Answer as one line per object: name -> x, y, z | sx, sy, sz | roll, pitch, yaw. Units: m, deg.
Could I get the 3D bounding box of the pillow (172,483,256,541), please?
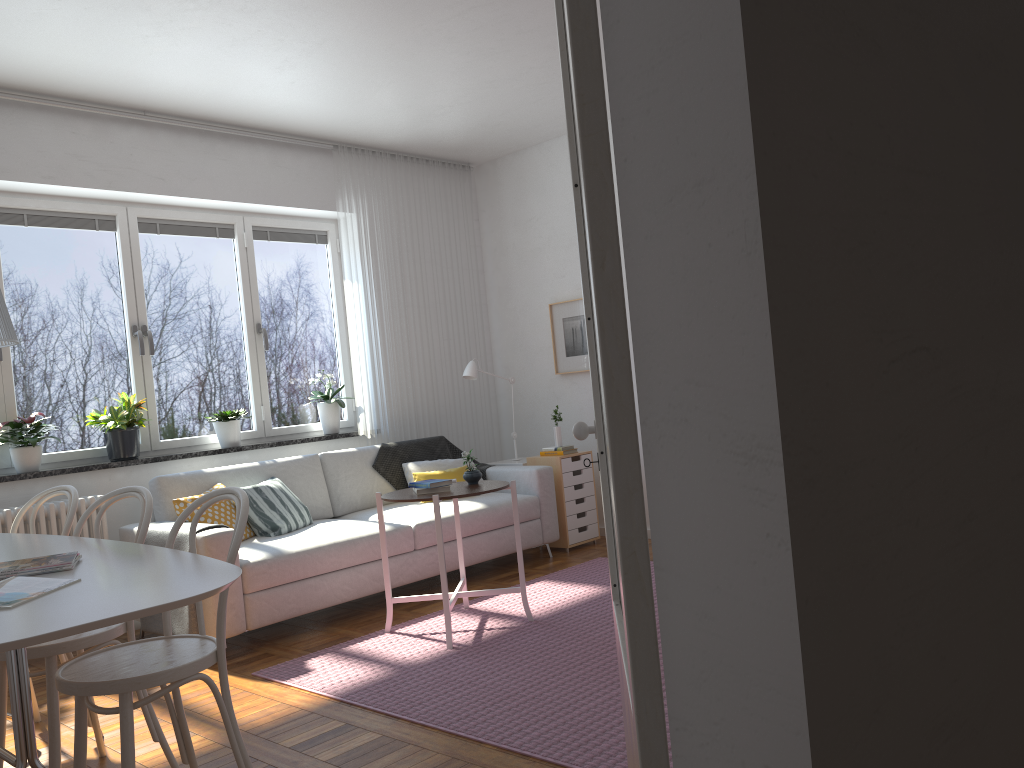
pillow -> -1.561, 0.699, 4.698 | 0.313, 0.318, 0.464 | -6, 0, 11

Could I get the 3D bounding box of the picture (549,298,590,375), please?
picture -> 0.467, -0.347, 6.427 | 0.431, 0.524, 0.050 | -5, 1, 44

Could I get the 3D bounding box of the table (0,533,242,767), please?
table -> -1.531, 0.901, 2.441 | 2.291, 0.770, 0.930 | -6, 0, 44

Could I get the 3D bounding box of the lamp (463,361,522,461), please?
lamp -> -0.606, 0.535, 4.339 | 0.332, 1.346, 4.590 | -5, 0, 13

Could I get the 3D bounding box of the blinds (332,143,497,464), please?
blinds -> -0.636, -0.231, 6.463 | 0.055, 2.887, 1.291 | -5, 1, 44

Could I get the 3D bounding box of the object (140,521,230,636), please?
object -> -1.606, 0.952, 4.370 | 0.608, 0.534, 0.288 | -5, 0, 44

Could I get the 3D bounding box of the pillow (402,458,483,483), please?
pillow -> -0.437, 0.623, 5.870 | 0.531, 0.259, 0.301 | -6, 0, -33

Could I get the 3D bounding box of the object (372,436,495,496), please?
object -> -0.472, 0.681, 6.049 | 0.677, 0.648, 0.978 | -6, 0, 13

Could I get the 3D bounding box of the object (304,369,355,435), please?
object -> -1.283, 0.124, 6.061 | 0.340, 0.444, 0.286 | -5, 0, 32

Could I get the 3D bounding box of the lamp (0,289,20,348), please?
lamp -> -1.519, -0.841, 2.294 | 0.293, 1.497, 0.293 | -6, 1, -1

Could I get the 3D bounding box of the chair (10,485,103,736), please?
chair -> -1.068, 0.580, 4.606 | 0.448, 1.342, 3.691 | -5, 0, 29

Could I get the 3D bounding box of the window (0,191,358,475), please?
window -> -2.201, -0.326, 5.239 | 0.151, 1.510, 3.017 | -5, 0, 44

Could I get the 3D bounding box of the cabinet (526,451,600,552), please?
cabinet -> 0.357, 0.804, 6.124 | 0.301, 0.643, 0.348 | -5, 1, 44

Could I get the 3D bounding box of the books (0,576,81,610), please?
books -> -1.223, 0.466, 1.964 | 0.405, 0.029, 0.266 | -6, 0, 4

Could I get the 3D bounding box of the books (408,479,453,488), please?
books -> -0.387, 0.473, 4.213 | 0.136, 0.024, 0.175 | -5, 0, -41

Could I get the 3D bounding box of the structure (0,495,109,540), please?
structure -> -2.467, 0.922, 4.384 | 0.224, 0.624, 0.971 | -5, 0, 44

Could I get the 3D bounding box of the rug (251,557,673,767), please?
rug -> 0.567, 1.090, 3.907 | 2.368, 0.008, 2.455 | -6, 0, 44

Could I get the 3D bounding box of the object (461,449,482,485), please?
object -> -0.202, 0.407, 4.372 | 0.096, 0.175, 0.108 | -5, 0, 22

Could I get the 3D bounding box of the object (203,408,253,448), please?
object -> -1.750, 0.271, 5.482 | 0.284, 0.237, 0.267 | -6, 0, 25

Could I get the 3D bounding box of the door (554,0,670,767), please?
door -> 0.075, 0.019, 0.818 | 0.047, 2.200, 0.445 | -6, 1, 4

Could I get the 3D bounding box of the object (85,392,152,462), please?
object -> -2.206, 0.238, 4.981 | 0.333, 0.384, 0.300 | -6, 0, -31

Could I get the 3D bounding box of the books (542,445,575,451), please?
books -> 0.320, 0.444, 6.113 | 0.175, 0.024, 0.136 | -6, 0, 44

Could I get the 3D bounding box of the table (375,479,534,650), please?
table -> -0.287, 0.833, 4.256 | 0.618, 0.688, 0.617 | -5, 0, 42

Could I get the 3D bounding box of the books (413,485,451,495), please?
books -> -0.385, 0.498, 4.237 | 0.162, 0.026, 0.209 | -6, 0, -11

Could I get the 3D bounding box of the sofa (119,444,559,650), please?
sofa -> -0.895, 0.821, 5.260 | 1.004, 0.843, 2.459 | -6, 0, 44

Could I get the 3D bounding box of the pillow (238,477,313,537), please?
pillow -> -1.320, 0.675, 4.929 | 0.309, 0.289, 0.469 | -6, 0, 15

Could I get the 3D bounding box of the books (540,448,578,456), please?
books -> 0.325, 0.470, 6.119 | 0.211, 0.028, 0.163 | -6, 0, 44

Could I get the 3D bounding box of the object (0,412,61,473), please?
object -> -2.554, 0.309, 4.651 | 0.371, 0.309, 0.379 | -6, 0, 18

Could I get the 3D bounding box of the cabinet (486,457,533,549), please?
cabinet -> 0.096, 0.853, 6.449 | 0.400, 0.600, 0.400 | -5, 1, 44

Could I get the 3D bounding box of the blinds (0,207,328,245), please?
blinds -> -2.286, -0.943, 5.256 | 0.015, 0.098, 2.842 | -5, 0, 44

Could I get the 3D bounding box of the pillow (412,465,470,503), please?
pillow -> -0.428, 0.637, 5.660 | 0.401, 0.194, 0.211 | -6, 0, -29

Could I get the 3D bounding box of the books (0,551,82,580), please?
books -> -1.278, 0.477, 2.296 | 0.278, 0.022, 0.204 | -5, 0, -20

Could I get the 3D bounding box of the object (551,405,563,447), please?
object -> 0.315, 0.288, 6.100 | 0.081, 0.287, 0.085 | -6, 1, -40
